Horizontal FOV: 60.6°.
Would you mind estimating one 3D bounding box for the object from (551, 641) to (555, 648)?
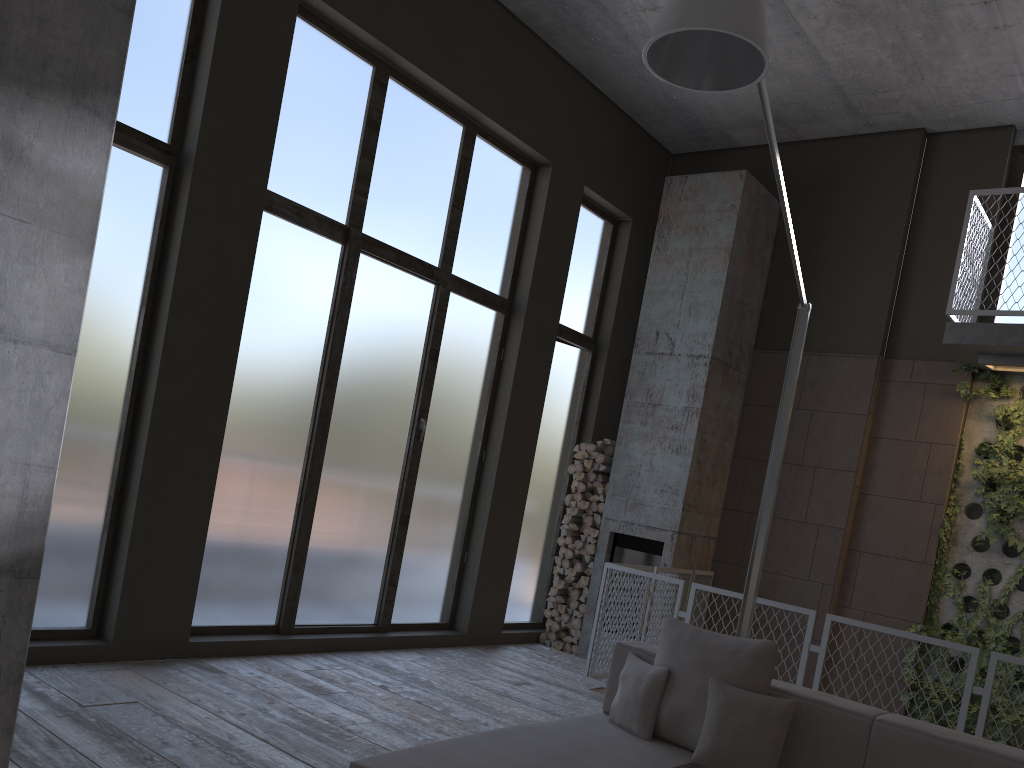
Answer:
[{"bbox_3d":[0.528,2.559,8.618,0.066,0.067,0.430,9,-6,38],"label":"object"}]

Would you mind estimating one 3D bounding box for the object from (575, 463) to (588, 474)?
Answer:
[{"bbox_3d":[0.775,0.845,8.551,0.090,0.089,0.463,8,-6,38],"label":"object"}]

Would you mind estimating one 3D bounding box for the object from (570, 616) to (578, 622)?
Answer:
[{"bbox_3d":[0.709,2.281,8.521,0.066,0.071,0.430,9,-6,38],"label":"object"}]

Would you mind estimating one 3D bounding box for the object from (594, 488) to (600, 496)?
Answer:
[{"bbox_3d":[0.919,1.075,8.562,0.102,0.102,0.297,8,-6,38],"label":"object"}]

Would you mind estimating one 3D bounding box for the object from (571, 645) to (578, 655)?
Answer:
[{"bbox_3d":[0.729,2.560,8.476,0.090,0.092,0.444,9,-6,38],"label":"object"}]

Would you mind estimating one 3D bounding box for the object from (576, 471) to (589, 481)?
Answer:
[{"bbox_3d":[0.790,0.925,8.537,0.092,0.083,0.487,8,-6,38],"label":"object"}]

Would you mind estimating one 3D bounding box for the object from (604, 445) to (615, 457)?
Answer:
[{"bbox_3d":[1.008,0.665,8.497,0.098,0.107,0.299,9,-5,40],"label":"object"}]

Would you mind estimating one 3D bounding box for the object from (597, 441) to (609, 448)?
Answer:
[{"bbox_3d":[0.932,0.610,8.490,0.064,0.073,0.365,9,-6,37],"label":"object"}]

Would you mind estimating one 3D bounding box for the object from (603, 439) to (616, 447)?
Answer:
[{"bbox_3d":[1.002,0.583,8.471,0.086,0.055,0.338,7,-7,38],"label":"object"}]

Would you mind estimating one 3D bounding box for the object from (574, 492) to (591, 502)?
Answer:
[{"bbox_3d":[0.764,1.126,8.601,0.091,0.093,0.444,9,-6,38],"label":"object"}]

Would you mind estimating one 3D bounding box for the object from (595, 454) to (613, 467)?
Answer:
[{"bbox_3d":[0.959,0.748,8.430,0.092,0.093,0.444,8,-6,38],"label":"object"}]

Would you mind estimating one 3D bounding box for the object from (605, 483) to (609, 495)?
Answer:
[{"bbox_3d":[1.010,1.027,8.414,0.063,0.126,0.370,10,-5,38],"label":"object"}]

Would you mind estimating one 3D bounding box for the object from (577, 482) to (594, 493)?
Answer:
[{"bbox_3d":[0.754,1.015,8.525,0.097,0.107,0.299,9,-5,40],"label":"object"}]

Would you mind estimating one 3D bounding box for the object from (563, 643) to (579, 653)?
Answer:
[{"bbox_3d":[0.663,2.563,8.533,0.089,0.089,0.463,8,-6,38],"label":"object"}]

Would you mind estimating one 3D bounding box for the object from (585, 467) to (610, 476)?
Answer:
[{"bbox_3d":[0.869,0.863,8.513,0.113,0.079,0.442,7,-7,38],"label":"object"}]

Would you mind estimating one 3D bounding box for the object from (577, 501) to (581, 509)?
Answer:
[{"bbox_3d":[0.775,1.206,8.575,0.066,0.067,0.430,9,-6,38],"label":"object"}]

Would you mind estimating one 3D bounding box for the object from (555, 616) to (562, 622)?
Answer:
[{"bbox_3d":[0.543,2.300,8.586,0.088,0.056,0.338,7,-7,38],"label":"object"}]

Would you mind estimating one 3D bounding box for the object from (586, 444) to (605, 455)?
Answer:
[{"bbox_3d":[0.835,0.649,8.461,0.102,0.103,0.297,8,-6,38],"label":"object"}]

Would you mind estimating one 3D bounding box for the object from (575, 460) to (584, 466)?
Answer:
[{"bbox_3d":[0.748,0.803,8.604,0.065,0.086,0.432,9,-6,37],"label":"object"}]

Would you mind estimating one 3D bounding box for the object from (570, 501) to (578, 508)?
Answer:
[{"bbox_3d":[0.712,1.199,8.625,0.066,0.067,0.430,8,-6,38],"label":"object"}]

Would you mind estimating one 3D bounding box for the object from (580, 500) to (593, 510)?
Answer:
[{"bbox_3d":[0.833,1.201,8.527,0.092,0.083,0.487,8,-6,38],"label":"object"}]

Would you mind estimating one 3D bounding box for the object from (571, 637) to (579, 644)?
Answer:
[{"bbox_3d":[0.718,2.469,8.482,0.070,0.072,0.430,9,-6,38],"label":"object"}]

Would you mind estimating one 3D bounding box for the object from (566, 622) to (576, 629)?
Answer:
[{"bbox_3d":[0.677,2.341,8.504,0.120,0.067,0.369,7,-7,40],"label":"object"}]

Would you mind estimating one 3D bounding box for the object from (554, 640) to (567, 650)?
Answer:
[{"bbox_3d":[0.586,2.554,8.569,0.092,0.083,0.487,8,-6,38],"label":"object"}]

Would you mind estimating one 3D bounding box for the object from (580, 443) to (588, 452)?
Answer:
[{"bbox_3d":[0.817,0.654,8.584,0.090,0.090,0.463,9,-6,37],"label":"object"}]

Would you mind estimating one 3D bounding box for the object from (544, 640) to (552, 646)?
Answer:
[{"bbox_3d":[0.465,2.551,8.668,0.066,0.067,0.430,8,-6,38],"label":"object"}]

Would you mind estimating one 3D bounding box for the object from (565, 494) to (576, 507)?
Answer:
[{"bbox_3d":[0.645,1.159,8.636,0.063,0.125,0.370,10,-5,38],"label":"object"}]

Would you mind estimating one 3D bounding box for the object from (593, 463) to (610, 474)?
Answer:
[{"bbox_3d":[0.918,0.826,8.462,0.066,0.066,0.430,8,-6,38],"label":"object"}]

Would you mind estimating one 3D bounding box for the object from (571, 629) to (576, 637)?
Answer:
[{"bbox_3d":[0.700,2.411,8.493,0.066,0.085,0.432,9,-6,37],"label":"object"}]

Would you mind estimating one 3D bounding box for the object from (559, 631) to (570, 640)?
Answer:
[{"bbox_3d":[0.596,2.474,8.616,0.100,0.086,0.369,8,-6,38],"label":"object"}]

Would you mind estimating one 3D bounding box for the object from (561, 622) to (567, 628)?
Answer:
[{"bbox_3d":[0.599,2.348,8.570,0.063,0.074,0.365,9,-6,37],"label":"object"}]

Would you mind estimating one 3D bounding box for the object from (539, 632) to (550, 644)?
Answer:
[{"bbox_3d":[0.398,2.512,8.678,0.063,0.125,0.370,10,-5,38],"label":"object"}]

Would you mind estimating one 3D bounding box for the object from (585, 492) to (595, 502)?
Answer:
[{"bbox_3d":[0.843,1.122,8.573,0.100,0.086,0.369,8,-6,38],"label":"object"}]

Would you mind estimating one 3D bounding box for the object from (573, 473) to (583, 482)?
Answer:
[{"bbox_3d":[0.731,0.931,8.586,0.066,0.067,0.430,9,-6,38],"label":"object"}]

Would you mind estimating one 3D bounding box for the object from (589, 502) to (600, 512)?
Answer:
[{"bbox_3d":[0.910,1.210,8.490,0.089,0.089,0.463,8,-6,38],"label":"object"}]

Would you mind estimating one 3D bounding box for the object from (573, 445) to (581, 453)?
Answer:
[{"bbox_3d":[0.748,0.659,8.600,0.066,0.069,0.430,9,-6,38],"label":"object"}]

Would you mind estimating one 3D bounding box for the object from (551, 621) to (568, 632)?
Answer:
[{"bbox_3d":[0.507,2.368,8.568,0.097,0.107,0.299,9,-5,40],"label":"object"}]

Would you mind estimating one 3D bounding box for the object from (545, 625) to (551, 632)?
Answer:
[{"bbox_3d":[0.417,2.392,8.585,0.045,0.072,0.255,10,-5,38],"label":"object"}]

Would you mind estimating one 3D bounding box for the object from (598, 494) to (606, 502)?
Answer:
[{"bbox_3d":[0.965,1.116,8.439,0.070,0.072,0.430,9,-6,38],"label":"object"}]

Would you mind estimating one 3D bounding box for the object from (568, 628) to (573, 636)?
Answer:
[{"bbox_3d":[0.672,2.428,8.605,0.102,0.102,0.297,8,-6,38],"label":"object"}]

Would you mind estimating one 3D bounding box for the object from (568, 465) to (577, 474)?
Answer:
[{"bbox_3d":[0.706,0.864,8.609,0.090,0.092,0.444,9,-6,38],"label":"object"}]

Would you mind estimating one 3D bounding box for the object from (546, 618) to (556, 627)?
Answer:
[{"bbox_3d":[0.463,2.361,8.661,0.099,0.102,0.297,8,-6,40],"label":"object"}]

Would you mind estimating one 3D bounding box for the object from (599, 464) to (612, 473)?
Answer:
[{"bbox_3d":[0.980,0.830,8.412,0.065,0.067,0.430,9,-6,38],"label":"object"}]

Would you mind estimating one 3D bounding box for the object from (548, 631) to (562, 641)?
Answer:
[{"bbox_3d":[0.517,2.479,8.644,0.091,0.093,0.444,9,-6,38],"label":"object"}]

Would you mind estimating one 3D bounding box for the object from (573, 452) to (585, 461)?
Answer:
[{"bbox_3d":[0.758,0.733,8.619,0.121,0.068,0.369,7,-7,40],"label":"object"}]

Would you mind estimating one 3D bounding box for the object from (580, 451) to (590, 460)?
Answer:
[{"bbox_3d":[0.814,0.721,8.528,0.111,0.079,0.442,7,-7,38],"label":"object"}]

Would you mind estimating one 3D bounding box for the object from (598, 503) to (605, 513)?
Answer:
[{"bbox_3d":[0.976,1.207,8.433,0.090,0.092,0.444,9,-6,38],"label":"object"}]

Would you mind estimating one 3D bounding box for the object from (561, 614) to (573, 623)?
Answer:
[{"bbox_3d":[0.636,2.280,8.541,0.090,0.089,0.463,9,-6,37],"label":"object"}]
